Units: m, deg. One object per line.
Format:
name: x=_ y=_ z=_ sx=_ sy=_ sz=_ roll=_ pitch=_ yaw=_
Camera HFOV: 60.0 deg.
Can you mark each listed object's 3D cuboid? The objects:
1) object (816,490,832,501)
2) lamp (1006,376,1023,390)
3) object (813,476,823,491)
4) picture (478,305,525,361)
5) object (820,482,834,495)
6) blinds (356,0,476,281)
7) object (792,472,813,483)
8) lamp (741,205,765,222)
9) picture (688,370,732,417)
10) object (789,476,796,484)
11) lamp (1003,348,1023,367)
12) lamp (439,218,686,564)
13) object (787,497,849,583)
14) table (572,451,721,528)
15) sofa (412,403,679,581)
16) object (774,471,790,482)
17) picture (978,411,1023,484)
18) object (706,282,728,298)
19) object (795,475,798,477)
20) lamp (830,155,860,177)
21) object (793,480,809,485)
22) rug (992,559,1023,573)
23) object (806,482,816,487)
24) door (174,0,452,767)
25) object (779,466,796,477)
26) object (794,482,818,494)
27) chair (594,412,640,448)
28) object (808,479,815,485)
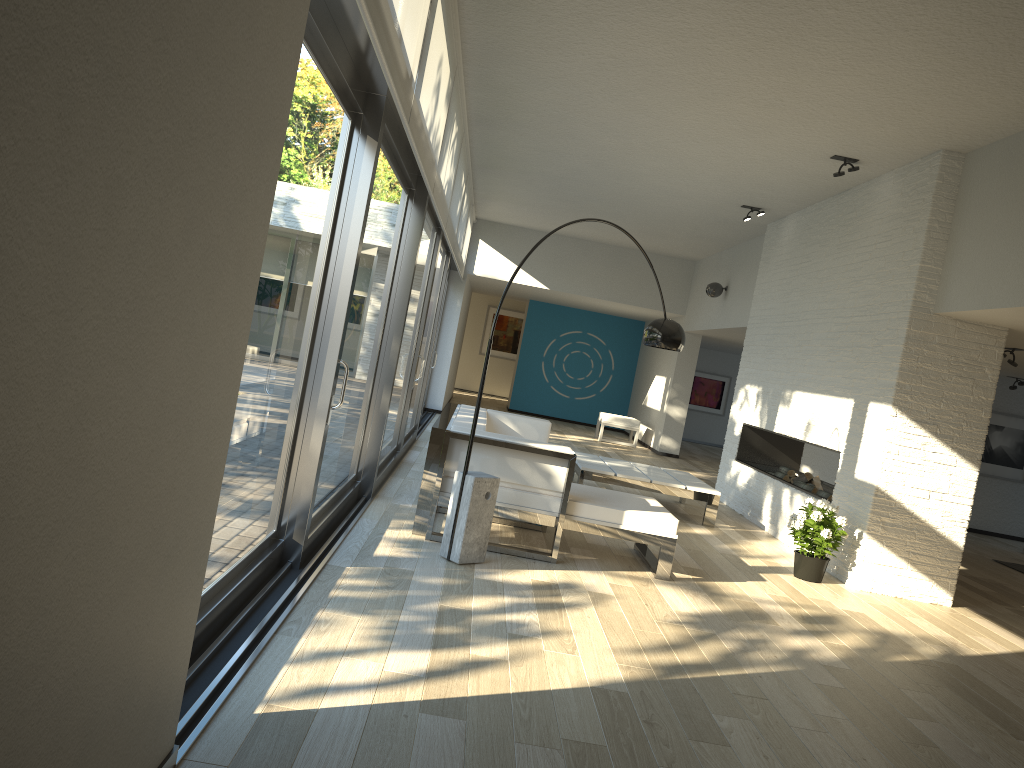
object: x=2.634 y=0.945 z=7.446 sx=0.075 sy=0.074 sz=0.246 roll=11 pitch=2 yaw=-4
lamp: x=5.871 y=0.004 z=10.317 sx=0.234 sy=0.153 sz=0.135 roll=11 pitch=2 yaw=-2
object: x=2.717 y=0.900 z=7.837 sx=0.064 sy=0.165 sz=0.226 roll=11 pitch=2 yaw=-3
picture: x=-0.003 y=-1.150 z=20.921 sx=1.378 sy=1.190 sz=0.017 roll=11 pitch=1 yaw=-2
object: x=2.682 y=0.887 z=7.447 sx=0.093 sy=0.088 sz=0.260 roll=11 pitch=2 yaw=-3
blinds: x=-0.503 y=-1.808 z=7.837 sx=0.056 sy=0.983 sz=11.534 roll=11 pitch=2 yaw=-2
object: x=2.659 y=0.876 z=8.115 sx=0.093 sy=0.170 sz=0.272 roll=11 pitch=2 yaw=-4
lamp: x=2.439 y=-1.717 z=8.998 sx=0.234 sy=0.153 sz=0.135 roll=11 pitch=2 yaw=-2
picture: x=4.006 y=0.178 z=18.318 sx=0.958 sy=0.828 sz=0.017 roll=11 pitch=1 yaw=-2
object: x=2.674 y=0.912 z=8.541 sx=0.076 sy=0.076 sz=0.236 roll=11 pitch=2 yaw=-4
lamp: x=4.094 y=-0.221 z=7.299 sx=0.135 sy=0.153 sz=0.234 roll=11 pitch=2 yaw=-2
lamp: x=0.455 y=0.039 z=5.324 sx=0.283 sy=2.023 sz=1.752 roll=12 pitch=2 yaw=41
object: x=2.099 y=1.074 z=6.129 sx=0.405 sy=0.571 sz=0.430 roll=11 pitch=2 yaw=20
table: x=1.146 y=0.943 z=8.187 sx=1.220 sy=0.305 sz=1.221 roll=11 pitch=2 yaw=-2
sofa: x=0.199 y=0.657 z=6.330 sx=1.545 sy=0.654 sz=2.405 roll=11 pitch=2 yaw=-2
object: x=2.602 y=0.898 z=8.552 sx=0.075 sy=0.074 sz=0.246 roll=11 pitch=2 yaw=-4
picture: x=6.084 y=0.765 z=11.158 sx=0.958 sy=0.828 sz=0.017 roll=11 pitch=1 yaw=-2
object: x=2.682 y=-1.216 z=11.548 sx=0.315 sy=0.203 sz=0.201 roll=11 pitch=2 yaw=-2
object: x=2.752 y=0.926 z=8.555 sx=0.082 sy=0.073 sz=0.237 roll=11 pitch=2 yaw=-3
lamp: x=2.506 y=-1.616 z=6.679 sx=0.234 sy=0.153 sz=0.135 roll=11 pitch=2 yaw=-2
object: x=2.617 y=0.921 z=8.015 sx=0.075 sy=0.074 sz=0.246 roll=11 pitch=2 yaw=-4
rug: x=5.336 y=1.897 z=7.939 sx=0.979 sy=0.011 sz=1.999 roll=11 pitch=2 yaw=-2
object: x=2.690 y=0.935 z=8.004 sx=0.076 sy=0.076 sz=0.236 roll=11 pitch=2 yaw=-4
door: x=-0.044 y=-0.224 z=9.747 sx=19.438 sy=2.373 sz=22.958 roll=11 pitch=2 yaw=-2
object: x=2.652 y=0.842 z=8.549 sx=0.082 sy=0.073 sz=0.237 roll=11 pitch=2 yaw=-3
object: x=2.587 y=0.922 z=7.822 sx=0.075 sy=0.074 sz=0.246 roll=10 pitch=2 yaw=-23
chair: x=1.731 y=0.745 z=14.567 sx=0.611 sy=0.442 sz=0.610 roll=11 pitch=2 yaw=-2
object: x=2.738 y=0.901 z=8.039 sx=0.064 sy=0.060 sz=0.229 roll=11 pitch=2 yaw=-1
